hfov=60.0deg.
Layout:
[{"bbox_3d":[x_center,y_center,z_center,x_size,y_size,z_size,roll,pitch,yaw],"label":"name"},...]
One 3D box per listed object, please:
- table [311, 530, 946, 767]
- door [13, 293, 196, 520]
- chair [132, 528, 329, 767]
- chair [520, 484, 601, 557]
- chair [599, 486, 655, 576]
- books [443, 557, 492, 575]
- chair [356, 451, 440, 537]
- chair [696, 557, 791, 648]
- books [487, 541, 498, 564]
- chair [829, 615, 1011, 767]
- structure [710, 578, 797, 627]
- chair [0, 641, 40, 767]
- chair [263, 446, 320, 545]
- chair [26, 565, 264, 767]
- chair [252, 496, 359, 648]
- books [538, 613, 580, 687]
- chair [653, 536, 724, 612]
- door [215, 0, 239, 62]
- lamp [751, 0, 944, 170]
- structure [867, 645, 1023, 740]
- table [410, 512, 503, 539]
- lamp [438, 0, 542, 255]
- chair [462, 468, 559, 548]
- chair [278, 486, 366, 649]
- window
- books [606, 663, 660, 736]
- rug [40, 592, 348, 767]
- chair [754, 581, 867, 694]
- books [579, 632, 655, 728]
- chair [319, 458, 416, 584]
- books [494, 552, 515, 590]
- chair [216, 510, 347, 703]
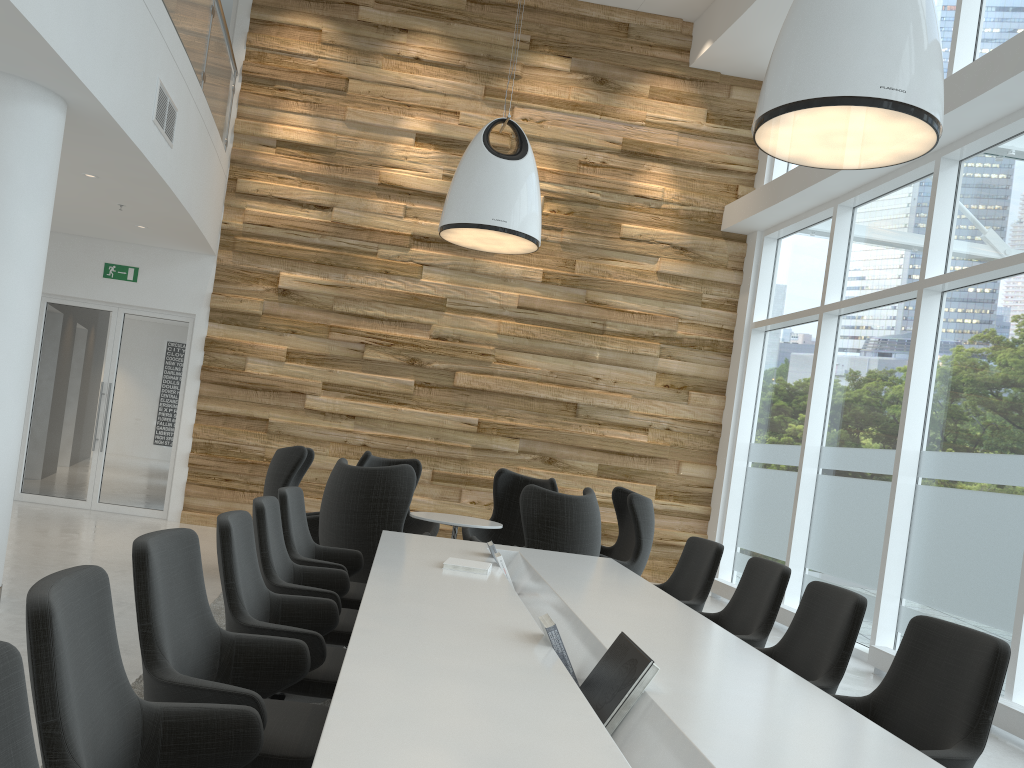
[{"bbox_3d":[0.233,1.222,2.479,1.502,0.738,6.562,8,-4,-6],"label":"table"},{"bbox_3d":[-4.696,0.266,10.235,1.806,2.400,0.132,8,0,-4],"label":"door"},{"bbox_3d":[-0.875,0.969,2.719,0.674,0.966,0.686,8,-1,-2],"label":"chair"},{"bbox_3d":[0.204,1.303,6.637,0.913,1.152,0.919,6,-2,44],"label":"chair"},{"bbox_3d":[0.745,1.456,7.749,0.919,1.152,0.913,8,-2,-16],"label":"chair"},{"bbox_3d":[-0.222,0.916,4.469,0.224,0.026,0.264,8,-4,3],"label":"books"},{"bbox_3d":[-1.168,1.251,8.520,0.913,1.152,0.919,6,-2,44],"label":"chair"},{"bbox_3d":[1.024,1.358,4.542,0.674,0.966,0.685,8,-1,-7],"label":"chair"},{"bbox_3d":[-0.077,1.037,5.100,0.153,0.241,0.182,8,-2,-6],"label":"books"},{"bbox_3d":[1.237,1.278,3.006,0.675,0.966,0.685,8,-1,-12],"label":"chair"},{"bbox_3d":[2.557,2.260,8.806,0.150,0.213,2.689,8,-4,-10],"label":"structure"},{"bbox_3d":[-0.602,0.900,1.219,0.674,0.966,0.685,8,-1,-7],"label":"chair"},{"bbox_3d":[-1.636,1.110,7.448,0.919,1.152,0.913,8,-2,-16],"label":"chair"},{"bbox_3d":[-0.767,0.929,1.941,0.675,0.966,0.685,8,-1,-12],"label":"chair"},{"bbox_3d":[-1.003,1.065,4.295,0.674,0.966,0.685,8,-1,-7],"label":"chair"},{"bbox_3d":[0.162,0.919,3.016,0.154,0.238,0.190,8,-2,-6],"label":"books"},{"bbox_3d":[0.893,1.402,5.409,0.675,0.966,0.685,8,-1,-12],"label":"chair"},{"bbox_3d":[-4.161,-3.659,10.243,1.806,2.400,0.132,8,0,-4],"label":"door"},{"bbox_3d":[1.871,-3.001,4.359,0.880,3.645,0.888,8,0,37],"label":"lamp"},{"bbox_3d":[3.067,2.107,5.687,0.150,0.213,2.691,8,-4,-7],"label":"structure"},{"bbox_3d":[-0.521,1.496,7.570,0.797,0.696,0.803,7,-2,18],"label":"table"},{"bbox_3d":[0.049,-3.020,7.576,0.880,3.645,0.888,8,0,32],"label":"lamp"},{"bbox_3d":[-0.020,1.417,8.655,0.912,1.152,0.920,7,-2,14],"label":"chair"},{"bbox_3d":[-1.092,1.110,5.104,0.674,0.966,0.686,8,-1,-2],"label":"chair"},{"bbox_3d":[-16.677,-3.630,5.028,62.665,6.136,30.992,5,-5,33],"label":"window"},{"bbox_3d":[0.311,0.913,2.694,0.158,0.241,0.352,8,-3,-6],"label":"books"},{"bbox_3d":[-0.007,1.586,2.797,3.942,0.010,13.460,8,-4,-6],"label":"rug"},{"bbox_3d":[1.072,1.307,3.729,0.674,0.966,0.685,8,-1,-7],"label":"chair"},{"bbox_3d":[0.300,0.892,2.673,0.139,0.229,0.357,8,-3,-6],"label":"books"},{"bbox_3d":[-0.964,1.136,6.529,0.912,1.152,0.920,7,-2,14],"label":"chair"},{"bbox_3d":[-0.035,1.026,4.764,0.139,0.223,0.162,8,-1,-6],"label":"books"},{"bbox_3d":[-0.900,1.021,3.483,0.674,0.966,0.685,8,-1,-7],"label":"chair"}]
